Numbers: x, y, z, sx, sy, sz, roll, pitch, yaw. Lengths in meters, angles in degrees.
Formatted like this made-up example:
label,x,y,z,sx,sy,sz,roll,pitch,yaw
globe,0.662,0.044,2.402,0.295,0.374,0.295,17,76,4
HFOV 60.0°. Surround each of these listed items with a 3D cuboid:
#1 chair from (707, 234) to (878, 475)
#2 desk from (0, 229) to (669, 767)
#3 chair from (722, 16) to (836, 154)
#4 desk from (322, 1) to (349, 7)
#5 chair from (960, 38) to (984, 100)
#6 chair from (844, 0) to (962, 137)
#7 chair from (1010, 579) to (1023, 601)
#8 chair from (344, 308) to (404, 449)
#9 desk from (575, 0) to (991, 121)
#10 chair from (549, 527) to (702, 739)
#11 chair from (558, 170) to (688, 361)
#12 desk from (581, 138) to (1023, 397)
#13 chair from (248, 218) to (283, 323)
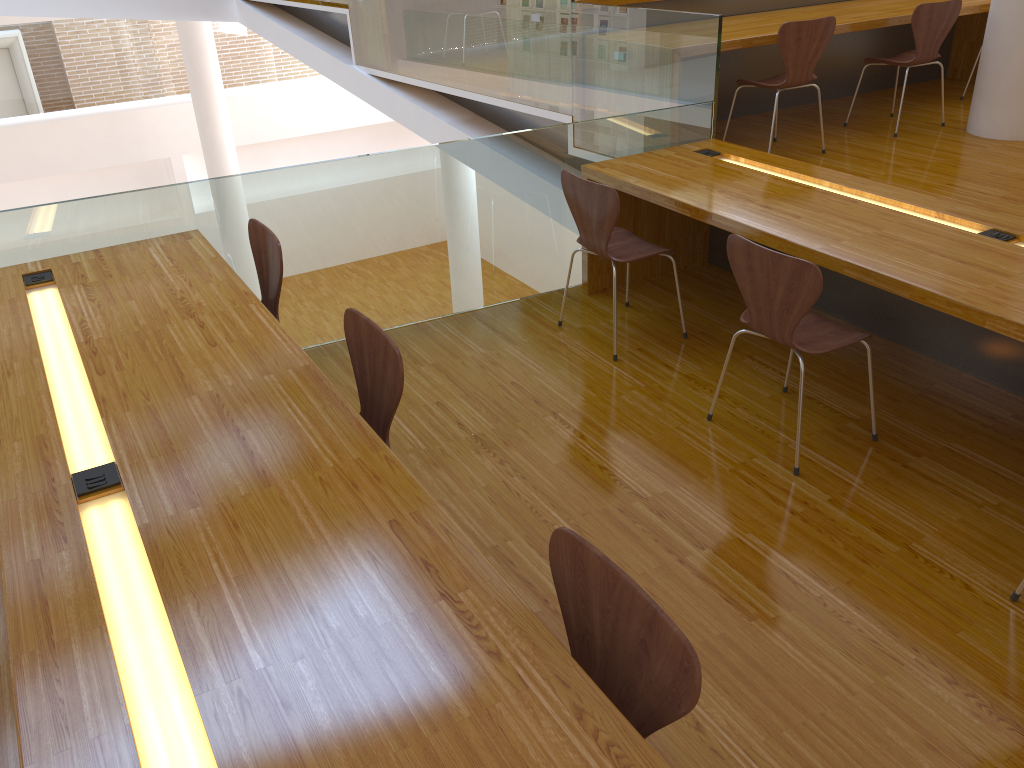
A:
label,x,y,z,sx,sy,sz,roll,pitch,yaw
chair,0.936,-0.149,2.873,0.381,0.693,0.428,-17,32,-25
desk,-0.939,0.607,2.084,1.285,0.918,3.236,-17,32,-25
chair,1.396,-1.559,4.661,0.428,0.693,0.381,-17,32,-25
desk,0.078,-3.531,7.718,3.216,1.022,1.248,-17,32,-25
chair,3.185,-2.143,5.570,0.428,0.693,0.381,-17,32,-25
chair,2.236,-1.824,5.070,0.428,0.693,0.381,-17,32,-25
chair,1.527,0.279,2.025,0.381,0.693,0.428,-17,32,-25
chair,-0.486,0.208,2.349,0.381,0.693,0.428,-17,32,-25
desk,1.772,-2.169,5.660,3.243,0.785,1.527,-17,32,-25
chair,0.039,0.657,1.468,0.381,0.693,0.428,-17,32,-25
chair,0.451,-0.530,3.624,0.381,0.693,0.428,-17,32,-25
desk,1.440,-0.177,2.978,0.760,0.606,3.185,-17,32,-25
chair,-0.971,-0.172,3.099,0.381,0.693,0.428,-17,32,-25
